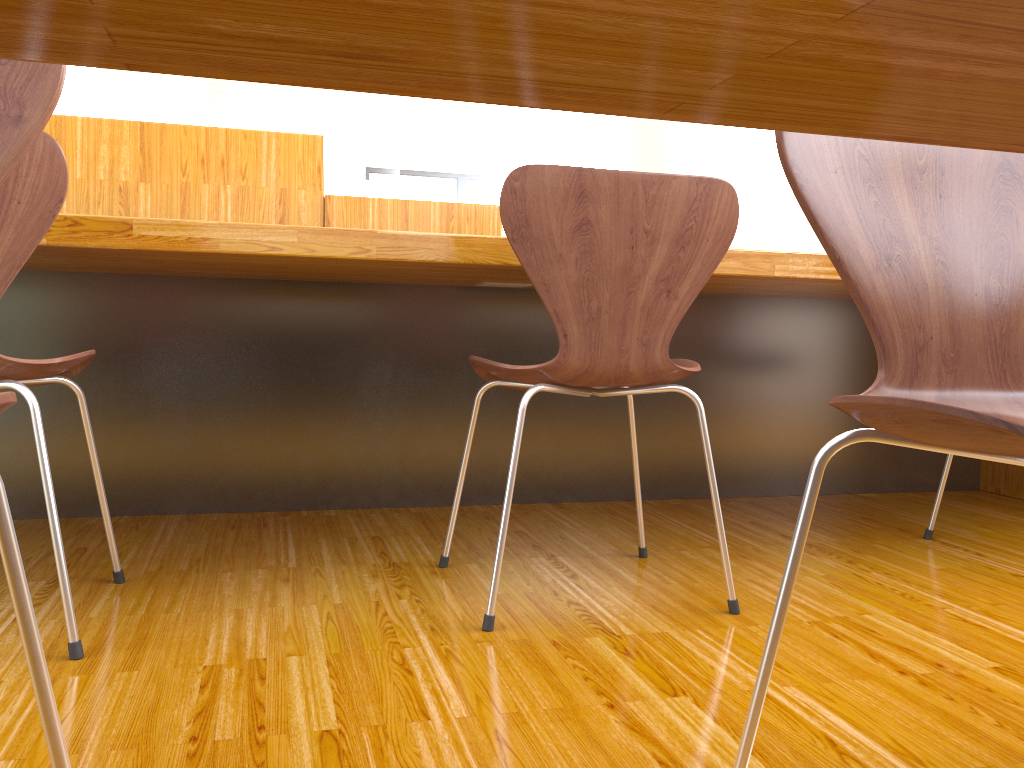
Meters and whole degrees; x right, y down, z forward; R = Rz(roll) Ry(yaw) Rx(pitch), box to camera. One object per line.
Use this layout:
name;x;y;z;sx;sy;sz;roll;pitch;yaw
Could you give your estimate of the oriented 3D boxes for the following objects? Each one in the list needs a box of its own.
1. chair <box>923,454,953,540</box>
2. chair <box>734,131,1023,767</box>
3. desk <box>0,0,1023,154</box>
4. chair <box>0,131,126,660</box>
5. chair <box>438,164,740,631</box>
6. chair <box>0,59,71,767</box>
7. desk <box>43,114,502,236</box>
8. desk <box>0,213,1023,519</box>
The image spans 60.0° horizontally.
chair;1.191;0.017;1.864;0.428;0.693;0.381;0;3;-15
chair;0.462;0.068;0.708;0.428;0.693;0.381;0;3;-15
desk;0.719;0.364;0.026;3.216;1.022;1.248;0;3;-15
chair;-0.815;0.006;1.275;0.428;0.693;0.381;0;3;-15
chair;0.122;0.012;1.532;0.428;0.693;0.381;0;3;-15
chair;-0.475;0.062;0.451;0.428;0.693;0.381;0;3;-15
desk;-1.052;-0.376;3.857;1.247;0.762;3.194;0;3;-15
desk;0.105;0.030;1.946;3.356;0.606;0.760;0;3;-15
